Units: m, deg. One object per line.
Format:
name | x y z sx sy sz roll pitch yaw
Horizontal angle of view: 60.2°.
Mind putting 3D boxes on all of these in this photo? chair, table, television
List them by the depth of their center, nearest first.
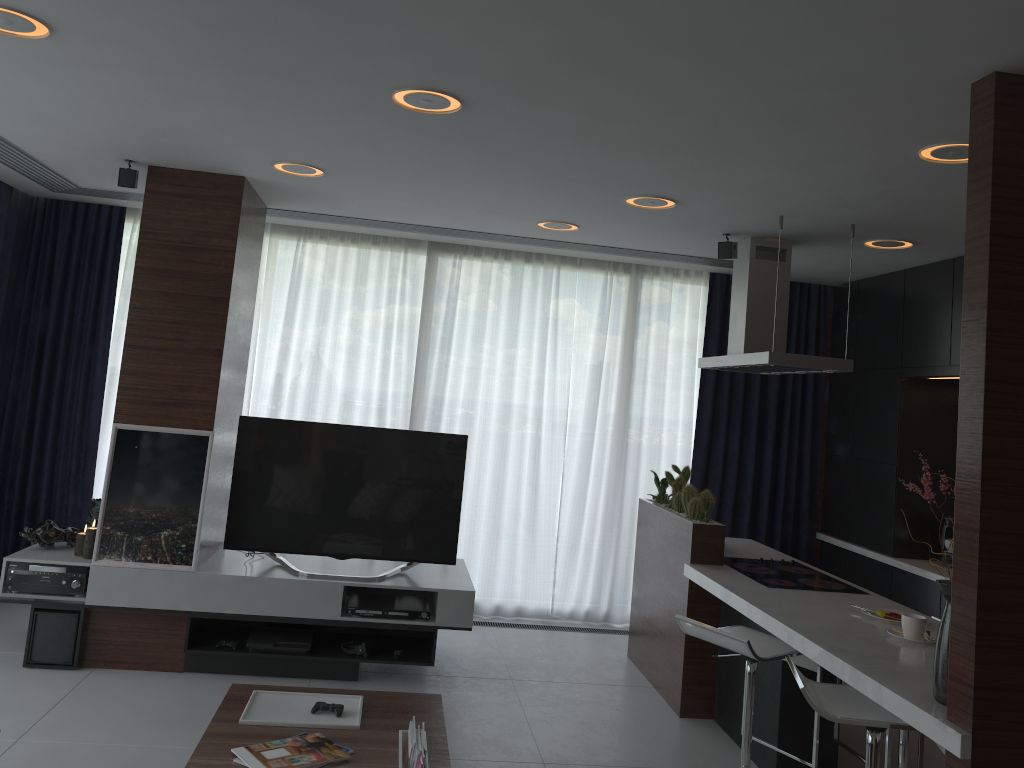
chair | 1.128 1.322 2.864 0.464 0.714 0.393 4 -5 11
table | -0.637 1.341 3.003 0.799 0.355 0.802 5 -2 -7
chair | 0.915 1.312 3.525 0.461 0.714 0.395 8 -6 -34
chair | 1.625 1.362 3.579 0.463 0.746 0.394 6 -5 -11
television | -0.887 0.618 4.776 1.229 0.793 0.295 6 -5 -7

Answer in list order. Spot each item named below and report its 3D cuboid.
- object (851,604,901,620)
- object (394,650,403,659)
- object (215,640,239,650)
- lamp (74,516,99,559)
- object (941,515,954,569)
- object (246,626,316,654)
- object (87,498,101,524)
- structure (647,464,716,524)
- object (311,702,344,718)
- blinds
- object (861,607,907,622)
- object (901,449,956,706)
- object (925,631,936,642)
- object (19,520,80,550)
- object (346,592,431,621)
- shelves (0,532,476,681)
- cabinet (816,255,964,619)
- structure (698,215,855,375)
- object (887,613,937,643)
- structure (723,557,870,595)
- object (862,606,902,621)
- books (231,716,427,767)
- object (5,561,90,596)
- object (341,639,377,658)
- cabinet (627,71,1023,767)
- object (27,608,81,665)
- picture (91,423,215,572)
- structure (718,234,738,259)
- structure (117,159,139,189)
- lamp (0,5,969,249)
object | 1.512 0.942 3.640 0.026 0.008 0.249 6 -1 -38
object | -0.586 1.395 4.557 0.044 0.044 0.043 6 -3 -7
object | -1.439 1.319 4.483 0.112 0.037 0.070 5 -2 6
lamp | -2.192 0.786 4.568 0.153 0.213 0.077 2 -6 41
object | 2.665 0.933 5.201 0.268 0.314 0.214 7 -5 -22
object | -1.196 1.327 4.599 0.314 0.068 0.312 5 -1 -7
object | -2.327 0.772 5.032 0.167 0.231 0.168 8 -5 -30
structure | 0.956 0.603 5.070 0.222 0.288 0.995 6 -1 -5
object | -0.653 1.154 3.148 0.112 0.037 0.070 5 -2 6
blinds | -0.340 0.147 2.818 5.795 2.793 7.099 5 -2 -3
object | 1.560 0.956 3.623 0.237 0.019 0.238 6 -1 -35
object | 1.272 0.552 2.620 0.386 0.740 0.197 7 -6 -25
object | 1.556 0.945 3.301 0.036 0.013 0.164 5 -1 18
object | -2.445 0.795 4.685 0.137 0.151 0.308 2 -3 40
object | -0.655 1.182 4.692 0.430 0.053 0.334 5 -1 -7
shelves | -1.427 1.219 4.858 2.346 0.503 0.869 5 -2 -7
cabinet | 2.791 0.573 4.692 0.705 2.571 3.461 6 -3 -7
structure | 1.453 -0.456 4.944 0.446 0.765 1.039 6 -3 -7
object | 1.500 0.911 3.299 0.181 0.087 0.182 6 -2 -31
structure | 1.370 0.968 4.458 0.503 0.057 0.760 5 -1 -7
object | 2.172 0.915 4.202 1.865 0.223 0.140 6 -4 -42
books | 2.774 1.592 4.553 8.197 0.376 0.404 6 -3 -28
object | -2.340 0.976 4.560 0.369 0.151 0.367 5 -2 -7
object | -0.802 1.360 4.593 0.184 0.079 0.116 5 -3 23
cabinet | 1.393 0.435 4.005 0.785 2.569 3.318 6 -3 -7
object | -2.259 1.246 4.442 0.213 0.253 0.253 6 -3 -7
picture | -1.806 0.571 4.461 0.499 0.706 0.052 6 -6 -7
structure | 1.235 -0.780 5.054 0.084 0.143 0.113 2 -5 33
structure | -1.992 -1.083 4.590 0.084 0.143 0.114 7 -4 -17
lamp | 2.707 -0.704 3.435 9.551 0.085 5.333 6 -1 -21
